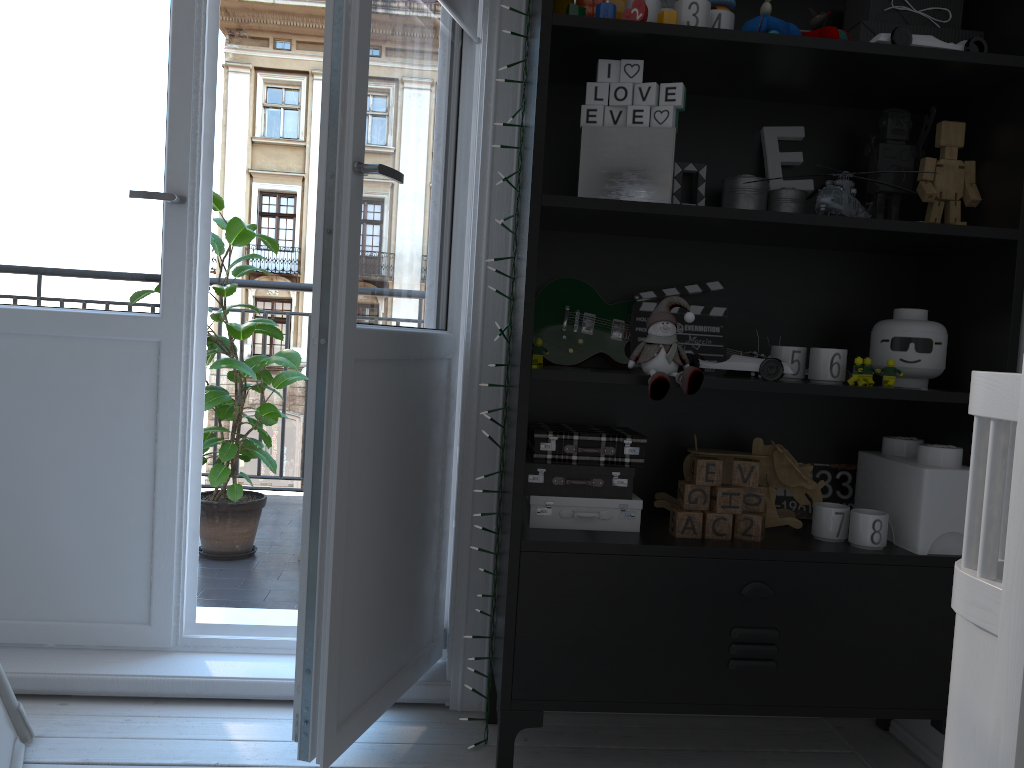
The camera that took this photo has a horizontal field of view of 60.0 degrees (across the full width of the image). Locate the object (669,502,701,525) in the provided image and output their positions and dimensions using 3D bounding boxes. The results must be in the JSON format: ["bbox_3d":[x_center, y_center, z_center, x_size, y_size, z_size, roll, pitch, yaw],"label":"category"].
[{"bbox_3d":[0.341,0.262,1.741,0.050,0.050,0.050,3,3,-5],"label":"object"}]

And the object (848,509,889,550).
[{"bbox_3d":[0.675,0.275,1.680,0.067,0.067,0.067,4,3,9],"label":"object"}]

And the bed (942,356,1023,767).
[{"bbox_3d":[0.690,0.441,0.041,0.670,0.833,1.403,3,3,-5],"label":"bed"}]

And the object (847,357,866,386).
[{"bbox_3d":[0.644,-0.023,1.650,0.042,0.054,0.031,0,4,-45],"label":"object"}]

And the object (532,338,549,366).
[{"bbox_3d":[0.051,-0.063,1.758,0.042,0.054,0.031,4,3,5],"label":"object"}]

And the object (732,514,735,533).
[{"bbox_3d":[0.458,0.268,1.754,0.050,0.050,0.050,3,3,-5],"label":"object"}]

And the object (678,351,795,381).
[{"bbox_3d":[0.419,-0.035,1.691,0.230,0.048,0.098,4,3,20],"label":"object"}]

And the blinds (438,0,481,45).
[{"bbox_3d":[-0.135,-0.942,1.696,0.032,0.391,0.565,4,3,15],"label":"blinds"}]

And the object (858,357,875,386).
[{"bbox_3d":[0.682,-0.024,1.706,0.042,0.054,0.031,3,3,-5],"label":"object"}]

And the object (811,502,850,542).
[{"bbox_3d":[0.621,0.270,1.730,0.067,0.067,0.067,4,3,9],"label":"object"}]

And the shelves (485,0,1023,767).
[{"bbox_3d":[0.457,-0.080,1.744,0.911,1.678,0.353,3,3,-5],"label":"shelves"}]

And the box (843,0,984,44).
[{"bbox_3d":[0.794,-0.698,1.781,0.251,0.189,0.179,3,3,-5],"label":"box"}]

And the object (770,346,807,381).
[{"bbox_3d":[0.541,-0.040,1.741,0.067,0.067,0.067,4,3,9],"label":"object"}]

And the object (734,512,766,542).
[{"bbox_3d":[0.455,0.271,1.696,0.050,0.050,0.050,5,3,25],"label":"object"}]

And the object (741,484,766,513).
[{"bbox_3d":[0.458,0.220,1.720,0.050,0.050,0.050,3,3,-5],"label":"object"}]

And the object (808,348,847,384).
[{"bbox_3d":[0.604,-0.034,1.699,0.067,0.067,0.067,4,3,9],"label":"object"}]

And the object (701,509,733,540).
[{"bbox_3d":[0.389,0.267,1.690,0.050,0.050,0.050,3,3,0],"label":"object"}]

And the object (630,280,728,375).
[{"bbox_3d":[0.345,-0.120,1.830,0.201,0.199,0.048,3,3,-5],"label":"object"}]

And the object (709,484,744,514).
[{"bbox_3d":[0.407,0.218,1.689,0.050,0.050,0.050,3,3,-5],"label":"object"}]

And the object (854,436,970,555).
[{"bbox_3d":[0.808,0.213,1.768,0.132,0.199,0.267,3,3,-5],"label":"object"}]

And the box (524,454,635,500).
[{"bbox_3d":[0.118,0.180,1.751,0.215,0.062,0.179,3,3,-5],"label":"box"}]

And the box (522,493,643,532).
[{"bbox_3d":[0.133,0.242,1.756,0.215,0.062,0.179,3,3,-5],"label":"box"}]

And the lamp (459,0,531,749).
[{"bbox_3d":[0.426,-0.088,1.805,0.985,1.685,0.095,3,3,-7],"label":"lamp"}]

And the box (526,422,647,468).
[{"bbox_3d":[0.140,0.120,1.751,0.215,0.062,0.179,3,3,-5],"label":"box"}]

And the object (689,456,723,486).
[{"bbox_3d":[0.370,0.166,1.695,0.050,0.050,0.050,3,3,-5],"label":"object"}]

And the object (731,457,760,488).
[{"bbox_3d":[0.449,0.170,1.704,0.050,0.050,0.050,4,3,15],"label":"object"}]

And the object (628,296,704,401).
[{"bbox_3d":[0.275,-0.065,1.560,0.110,0.186,0.129,2,3,-18],"label":"object"}]

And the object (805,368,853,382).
[{"bbox_3d":[0.635,-0.024,1.860,0.163,0.034,0.069,3,3,-5],"label":"object"}]

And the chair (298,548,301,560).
[{"bbox_3d":[-0.424,0.257,3.082,0.436,0.716,0.498,6,4,40],"label":"chair"}]

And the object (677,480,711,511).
[{"bbox_3d":[0.349,0.214,1.704,0.050,0.050,0.050,3,3,-5],"label":"object"}]

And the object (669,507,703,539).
[{"bbox_3d":[0.330,0.264,1.685,0.050,0.050,0.050,3,3,-5],"label":"object"}]

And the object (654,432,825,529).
[{"bbox_3d":[0.467,0.199,1.827,0.337,0.186,0.111,4,3,10],"label":"object"}]

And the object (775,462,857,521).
[{"bbox_3d":[0.610,0.231,1.930,0.347,0.120,0.034,3,3,-5],"label":"object"}]

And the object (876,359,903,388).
[{"bbox_3d":[0.715,-0.021,1.679,0.042,0.054,0.031,6,4,40],"label":"object"}]
